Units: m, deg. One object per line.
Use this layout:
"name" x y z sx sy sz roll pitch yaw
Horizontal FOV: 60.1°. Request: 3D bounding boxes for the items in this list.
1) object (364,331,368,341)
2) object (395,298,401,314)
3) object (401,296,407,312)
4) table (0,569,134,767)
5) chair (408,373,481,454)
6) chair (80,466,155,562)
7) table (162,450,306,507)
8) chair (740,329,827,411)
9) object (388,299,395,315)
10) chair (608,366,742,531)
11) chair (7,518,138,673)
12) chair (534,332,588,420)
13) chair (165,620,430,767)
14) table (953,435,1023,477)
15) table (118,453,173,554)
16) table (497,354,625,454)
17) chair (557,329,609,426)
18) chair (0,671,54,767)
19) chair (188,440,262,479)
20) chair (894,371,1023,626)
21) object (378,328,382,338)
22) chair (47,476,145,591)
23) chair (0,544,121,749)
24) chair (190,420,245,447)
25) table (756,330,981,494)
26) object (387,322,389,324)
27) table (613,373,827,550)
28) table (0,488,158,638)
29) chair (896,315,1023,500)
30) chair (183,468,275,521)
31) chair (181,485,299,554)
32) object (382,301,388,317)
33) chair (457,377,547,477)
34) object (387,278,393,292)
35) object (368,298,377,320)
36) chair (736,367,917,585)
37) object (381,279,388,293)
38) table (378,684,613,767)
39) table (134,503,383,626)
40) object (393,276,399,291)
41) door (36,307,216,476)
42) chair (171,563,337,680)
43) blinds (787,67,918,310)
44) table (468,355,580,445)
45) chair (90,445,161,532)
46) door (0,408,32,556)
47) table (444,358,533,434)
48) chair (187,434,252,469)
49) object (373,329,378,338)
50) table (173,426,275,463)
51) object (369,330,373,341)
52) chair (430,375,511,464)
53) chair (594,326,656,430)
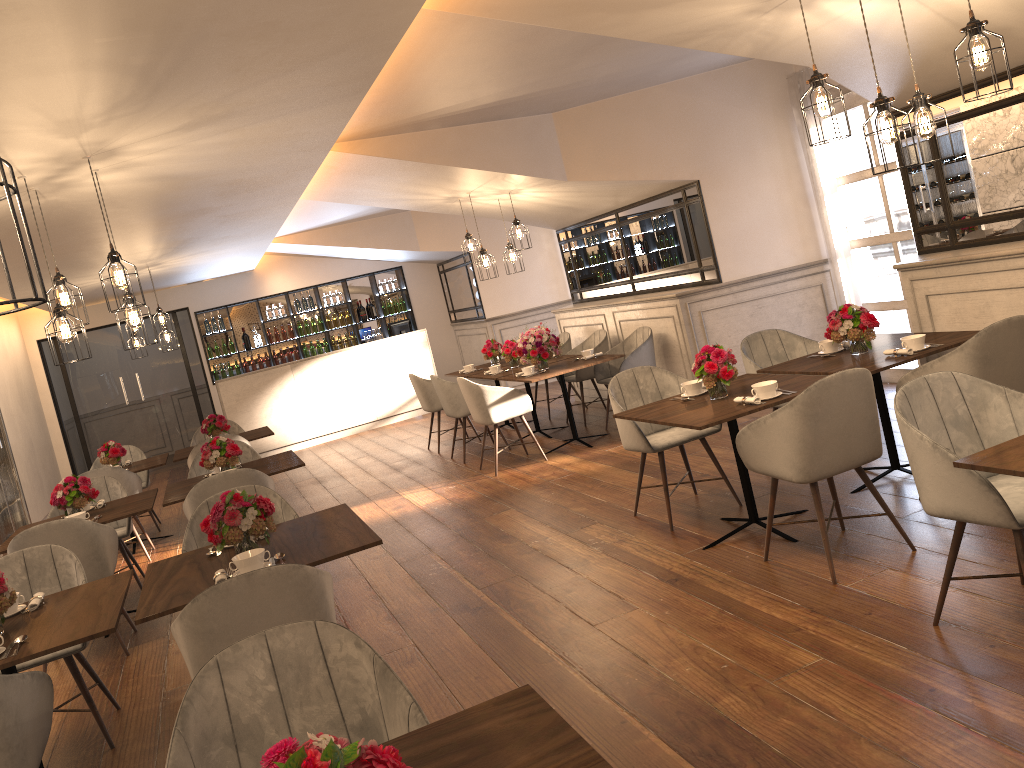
"object" -2.354 -0.752 14.360 0.065 0.207 0.066 -12 4 26
"object" -1.884 -1.289 14.542 0.066 0.260 0.065 -16 4 -40
"object" -1.783 -1.318 14.578 0.066 0.260 0.065 -16 4 -40
"table" -1.846 1.291 3.349 0.900 0.718 0.896 -15 5 -19
"chair" -0.741 0.243 9.460 0.528 0.869 0.564 -15 4 -19
"chair" -3.382 1.108 7.471 0.567 0.870 0.526 -15 4 -19
"table" -1.831 0.971 6.095 0.900 0.718 0.896 -15 5 -19
"chair" 1.793 0.086 5.539 0.567 0.870 0.526 -15 4 -19
"object" -1.985 -1.261 14.505 0.066 0.260 0.065 -16 4 -40
"chair" 0.918 0.333 5.221 0.567 0.870 0.526 -15 4 -19
"chair" -2.554 1.177 5.137 0.567 0.870 0.526 -15 4 -19
"chair" 0.466 -0.100 9.916 0.528 0.869 0.564 -15 4 -19
"chair" -0.418 1.032 1.947 0.567 0.870 0.526 -15 4 -19
"table" 1.972 0.481 2.416 0.900 0.718 0.896 -15 5 -19
"table" -3.535 1.148 8.112 0.900 0.718 0.896 -15 5 -19
"table" 0.505 0.195 7.953 0.900 0.718 0.896 -15 5 -19
"chair" 0.780 -0.073 9.032 0.528 0.869 0.564 -15 4 -19
"chair" -1.692 1.250 2.708 0.567 0.870 0.526 -15 4 -19
"chair" -2.108 0.889 6.710 0.567 0.870 0.526 -15 4 -19
"chair" 1.694 0.399 3.032 0.567 0.870 0.526 -15 4 -19
"object" -2.141 -0.812 14.437 0.065 0.207 0.066 -12 4 26
"chair" -2.984 1.136 6.393 0.567 0.870 0.526 -15 4 -19
"chair" -2.122 1.209 3.964 0.567 0.870 0.526 -15 4 -19
"chair" -2.936 0.819 9.045 0.567 0.870 0.526 -15 4 -19
"table" 2.071 0.168 4.923 0.900 0.718 0.896 -15 5 -19
"object" -2.001 -0.882 14.488 0.066 0.262 0.065 -16 4 -40
"table" 1.194 0.415 4.607 0.900 0.718 0.896 -15 5 -19
"table" -2.707 1.218 5.777 0.900 0.718 0.896 -15 5 -19
"chair" 2.266 0.115 4.298 0.567 0.870 0.526 -15 4 -19
"chair" -1.678 0.930 5.454 0.567 0.870 0.526 -15 4 -19
"chair" -1.246 0.962 4.281 0.567 0.870 0.526 -15 4 -19
"object" -2.086 -1.233 14.468 0.066 0.262 0.065 -16 4 -40
"chair" -0.113 0.296 7.691 0.528 0.869 0.564 -15 4 -19
"object" -1.998 -1.623 14.478 0.070 0.235 0.041 -15 3 -20
"object" -2.278 -1.226 14.373 0.104 0.358 0.104 -13 3 8
"chair" 1.390 0.362 3.980 0.567 0.870 0.526 -15 4 -19
"object" -2.090 -1.597 14.445 0.070 0.235 0.041 -15 3 -20
"table" -0.141 1.114 1.331 0.900 0.718 0.896 -15 5 -19
"table" -0.970 1.044 3.666 0.900 0.718 0.896 -15 5 -19
"object" -1.906 -1.649 14.511 0.070 0.235 0.041 -15 3 -20
"door" -5.624 0.231 13.221 2.116 2.327 0.273 -15 4 -19
"chair" -0.816 1.003 3.025 0.567 0.870 0.526 -15 4 -19
"blinds" 2.864 -1.284 6.930 0.134 2.690 1.379 -15 4 -18
"table" 0.191 0.169 8.838 0.900 0.718 0.896 -15 5 -19
"chair" -3.812 1.066 8.727 0.567 0.870 0.526 -15 4 -19
"door" -5.486 0.540 9.304 0.135 2.461 1.856 -15 4 -19
"table" -0.123 0.142 9.723 0.900 0.718 0.896 -15 5 -19
"chair" -2.506 0.860 7.788 0.567 0.870 0.526 -15 4 -19
"object" -2.212 -0.792 14.411 0.065 0.207 0.066 -12 4 26
"table" -2.659 0.901 8.429 0.900 0.718 0.896 -15 5 -19
"object" -2.283 -0.772 14.385 0.065 0.207 0.066 -12 4 26
"chair" -0.427 0.270 8.576 0.528 0.869 0.564 -15 4 -19
"chair" 1.094 -0.047 8.147 0.528 0.869 0.564 -15 4 -19
